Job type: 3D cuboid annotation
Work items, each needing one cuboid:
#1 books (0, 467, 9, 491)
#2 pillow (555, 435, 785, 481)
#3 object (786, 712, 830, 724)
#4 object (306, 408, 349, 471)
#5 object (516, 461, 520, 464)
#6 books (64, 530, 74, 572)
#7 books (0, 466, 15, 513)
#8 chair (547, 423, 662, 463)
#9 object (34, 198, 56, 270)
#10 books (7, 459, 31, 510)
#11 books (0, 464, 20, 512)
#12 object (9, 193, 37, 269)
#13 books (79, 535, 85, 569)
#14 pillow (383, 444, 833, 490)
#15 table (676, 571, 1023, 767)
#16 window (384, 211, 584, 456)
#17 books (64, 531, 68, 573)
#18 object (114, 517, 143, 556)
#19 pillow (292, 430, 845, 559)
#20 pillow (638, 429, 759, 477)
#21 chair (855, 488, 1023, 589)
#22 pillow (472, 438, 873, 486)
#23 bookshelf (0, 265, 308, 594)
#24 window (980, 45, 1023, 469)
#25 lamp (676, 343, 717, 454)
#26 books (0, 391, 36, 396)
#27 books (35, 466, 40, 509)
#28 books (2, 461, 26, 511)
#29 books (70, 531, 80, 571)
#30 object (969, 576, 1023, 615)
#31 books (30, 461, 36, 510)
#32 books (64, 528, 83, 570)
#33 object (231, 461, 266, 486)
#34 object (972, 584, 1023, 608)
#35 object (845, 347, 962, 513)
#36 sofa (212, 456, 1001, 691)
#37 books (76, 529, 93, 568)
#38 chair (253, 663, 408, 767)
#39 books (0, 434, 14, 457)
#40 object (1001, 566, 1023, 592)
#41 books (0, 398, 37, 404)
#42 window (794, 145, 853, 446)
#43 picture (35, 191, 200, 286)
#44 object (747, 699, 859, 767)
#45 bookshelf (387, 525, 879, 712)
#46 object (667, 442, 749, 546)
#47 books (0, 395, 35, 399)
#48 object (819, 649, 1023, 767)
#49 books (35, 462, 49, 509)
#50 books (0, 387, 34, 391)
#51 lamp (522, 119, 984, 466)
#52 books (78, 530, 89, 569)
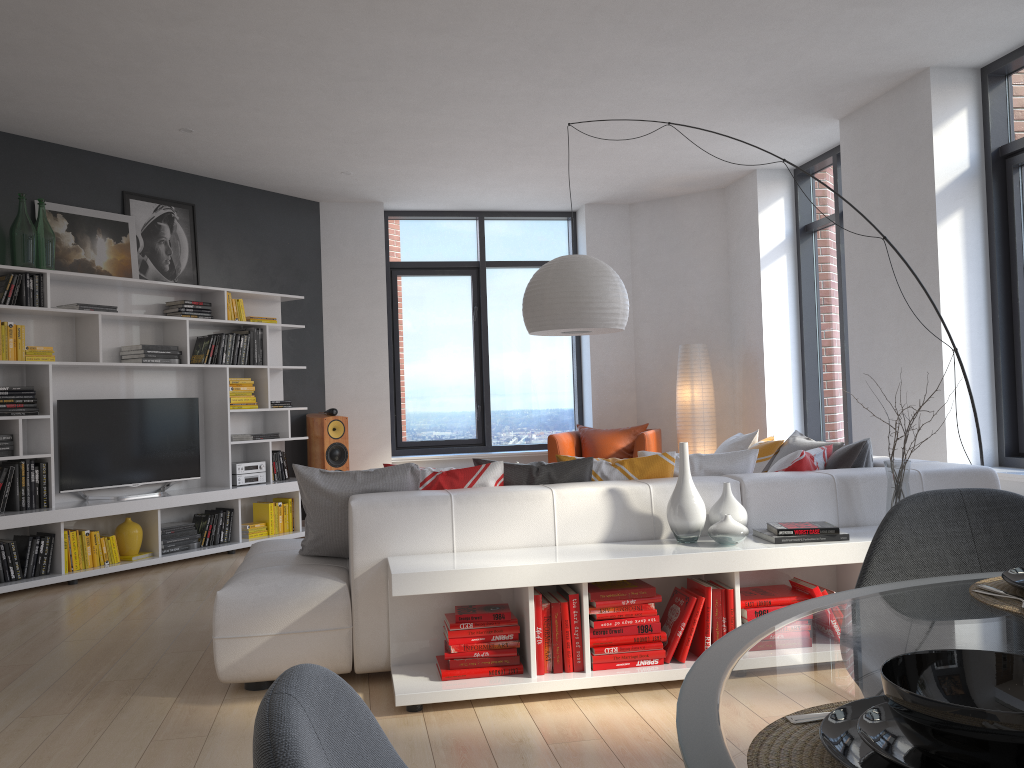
[{"bbox_3d":[-3.298,0.670,5.591,0.232,0.284,0.142,-3,-1,35],"label":"books"},{"bbox_3d":[0.960,0.528,4.749,0.630,0.440,2.095,-3,-2,37],"label":"pillow"},{"bbox_3d":[0.371,0.297,0.685,0.206,0.015,0.309,-2,-1,-6],"label":"object"},{"bbox_3d":[-1.648,0.759,7.829,0.290,1.088,0.434,-1,-2,-40],"label":"object"},{"bbox_3d":[-0.047,0.621,5.565,0.330,0.265,0.330,-2,-1,14],"label":"object"},{"bbox_3d":[-2.957,1.090,5.823,0.213,0.271,0.048,-3,-1,35],"label":"books"},{"bbox_3d":[-3.254,0.667,5.624,0.210,0.289,0.100,-3,-1,34],"label":"books"},{"bbox_3d":[0.870,0.787,7.887,0.896,0.858,0.843,-2,-1,22],"label":"chair"},{"bbox_3d":[-3.151,-0.992,5.953,0.157,0.507,0.157,-1,-2,-42],"label":"object"},{"bbox_3d":[-3.189,0.649,5.737,0.237,0.326,0.026,-3,-1,35],"label":"books"},{"bbox_3d":[-3.219,0.663,5.679,0.213,0.301,0.028,-3,-1,35],"label":"books"},{"bbox_3d":[-3.193,-0.994,5.793,0.157,0.507,0.157,-1,-2,-42],"label":"object"},{"bbox_3d":[-2.897,1.112,5.885,0.156,0.230,0.042,-3,-1,33],"label":"books"},{"bbox_3d":[0.539,0.539,4.119,2.250,0.449,0.575,-2,-1,-13],"label":"pillow"},{"bbox_3d":[0.906,0.670,0.702,1.499,0.764,1.499,-1,-1,-21],"label":"table"},{"bbox_3d":[-0.282,-0.522,8.894,1.960,2.402,0.170,-2,-1,-10],"label":"window"},{"bbox_3d":[-2.962,1.090,5.780,0.204,0.270,0.029,-3,-1,35],"label":"books"},{"bbox_3d":[-2.688,1.067,6.218,0.185,0.257,0.185,-2,-1,12],"label":"object"},{"bbox_3d":[0.384,0.521,4.429,2.953,0.453,0.647,-1,-1,-23],"label":"pillow"},{"bbox_3d":[1.110,0.511,5.031,0.580,0.456,2.156,-2,-1,16],"label":"pillow"},{"bbox_3d":[0.853,0.629,1.320,0.655,0.891,0.619,-2,-1,-4],"label":"chair"},{"bbox_3d":[0.858,0.504,4.186,2.120,0.436,0.608,-2,-1,-15],"label":"pillow"},{"bbox_3d":[-2.663,0.281,6.385,0.455,2.052,3.000,-3,-1,35],"label":"bookshelf"},{"bbox_3d":[3.068,-0.727,4.703,0.170,2.402,1.310,-2,-1,-10],"label":"window"},{"bbox_3d":[1.785,0.410,7.779,0.804,1.550,0.502,-3,-2,40],"label":"lamp"},{"bbox_3d":[-3.255,0.063,5.706,0.214,0.030,0.284,-3,-2,43],"label":"books"},{"bbox_3d":[-3.147,0.674,5.784,0.200,0.272,0.028,-3,-1,35],"label":"books"},{"bbox_3d":[-3.205,0.655,5.708,0.237,0.314,0.034,-3,-1,35],"label":"books"},{"bbox_3d":[-2.941,1.097,5.856,0.198,0.258,0.066,-3,-1,35],"label":"books"},{"bbox_3d":[0.843,0.301,1.243,0.360,0.002,0.360,-3,-1,32],"label":"object"},{"bbox_3d":[-3.172,0.655,5.761,0.239,0.315,0.034,-3,-1,35],"label":"books"},{"bbox_3d":[-2.923,1.094,5.881,0.202,0.267,0.038,-3,-2,35],"label":"books"},{"bbox_3d":[-2.178,0.720,7.140,0.270,0.174,0.285,-3,-1,35],"label":"object"},{"bbox_3d":[0.833,0.293,1.241,0.309,0.015,0.206,-2,-1,-6],"label":"object"},{"bbox_3d":[1.628,0.229,3.628,0.406,0.744,0.607,-3,-1,30],"label":"object"},{"bbox_3d":[0.312,0.808,4.904,3.424,0.732,2.614,-2,-1,-10],"label":"sofa"},{"bbox_3d":[-2.883,1.100,5.933,0.185,0.252,0.055,-3,-1,33],"label":"books"},{"bbox_3d":[0.153,0.638,0.618,0.619,0.891,0.655,-2,-1,-9],"label":"chair"},{"bbox_3d":[-3.353,0.393,5.544,0.277,0.137,0.343,-3,-1,35],"label":"books"},{"bbox_3d":[0.839,0.263,1.255,0.258,0.074,0.258,-1,-1,-30],"label":"object"},{"bbox_3d":[-3.236,0.112,5.688,0.214,0.030,0.284,-3,-2,43],"label":"books"},{"bbox_3d":[2.658,-0.664,6.966,0.170,2.402,1.310,-2,-1,-10],"label":"window"},{"bbox_3d":[-2.868,-1.085,6.549,0.076,0.707,1.279,-3,-1,35],"label":"picture"},{"bbox_3d":[0.369,0.305,0.692,0.360,0.002,0.360,-1,-2,-36],"label":"object"},{"bbox_3d":[0.835,0.876,3.487,2.600,0.500,0.356,-2,-1,-10],"label":"bookshelf"},{"bbox_3d":[0.777,0.430,3.548,0.316,0.398,0.319,-2,-1,14],"label":"object"},{"bbox_3d":[-3.241,0.087,5.690,0.189,0.020,0.264,-3,-2,38],"label":"books"},{"bbox_3d":[0.376,0.267,0.693,0.258,0.074,0.258,-1,-1,-30],"label":"object"},{"bbox_3d":[-3.126,0.663,5.818,0.230,0.297,0.051,-3,-1,35],"label":"books"},{"bbox_3d":[-3.233,0.033,5.692,0.180,0.026,0.246,-3,-2,42],"label":"books"},{"bbox_3d":[1.560,-0.203,4.467,3.199,2.647,0.710,-3,-1,26],"label":"lamp"},{"bbox_3d":[-2.889,1.099,5.906,0.180,0.252,0.041,-3,-1,35],"label":"books"}]
